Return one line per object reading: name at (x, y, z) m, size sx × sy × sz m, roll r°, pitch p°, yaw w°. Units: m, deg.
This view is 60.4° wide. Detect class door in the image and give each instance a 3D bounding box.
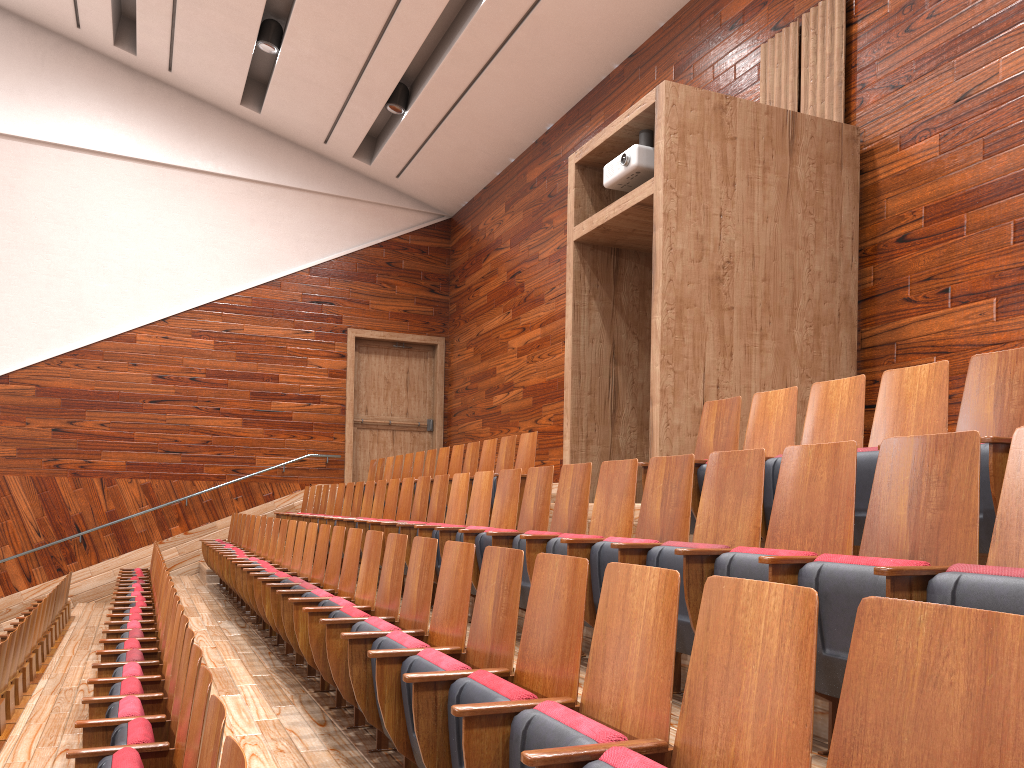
door at (-0.167, 0.050, 1.237) m, size 0.140 × 0.239 × 0.024 m, roll 2°, pitch -1°, yaw -23°

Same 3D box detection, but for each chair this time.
chair at (-0.297, 0.180, 0.378) m, size 0.772 × 0.370 × 1.191 m, roll 4°, pitch -8°, yaw -23°

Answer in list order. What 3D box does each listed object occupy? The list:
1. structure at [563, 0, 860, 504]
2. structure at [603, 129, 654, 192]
structure at (0.125, -0.086, 0.557) m, size 0.144 × 0.327 × 0.117 m, roll 2°, pitch -1°, yaw -23°
structure at (0.079, -0.135, 0.524) m, size 0.041 × 0.031 × 0.038 m, roll 3°, pitch -5°, yaw -23°
